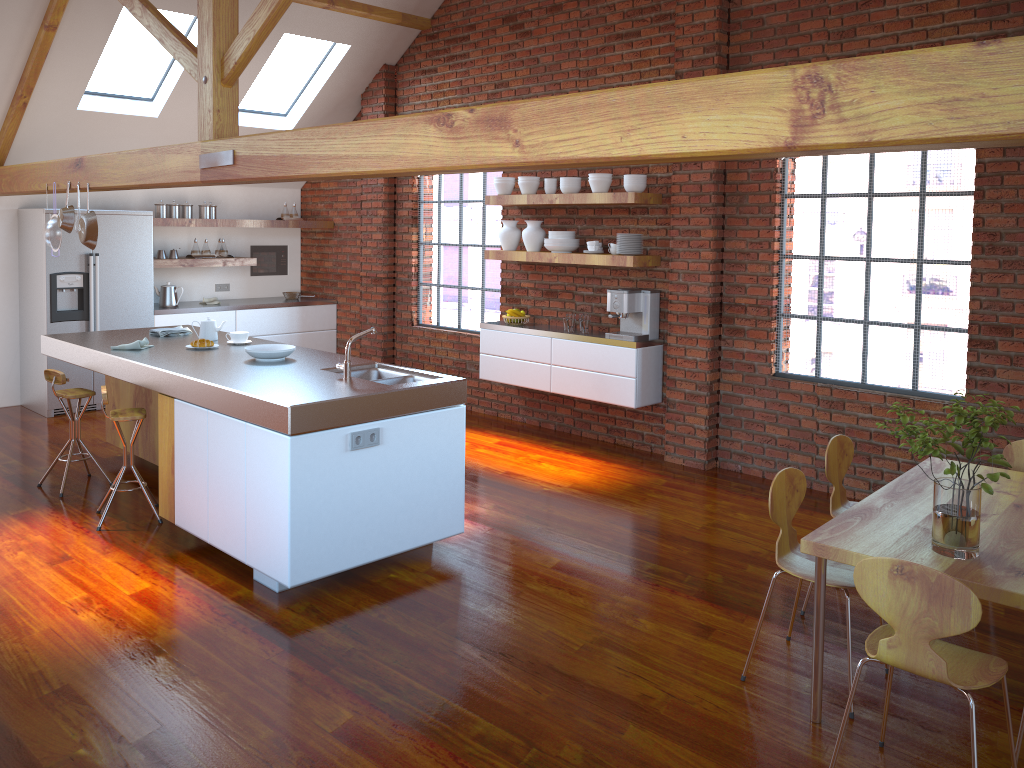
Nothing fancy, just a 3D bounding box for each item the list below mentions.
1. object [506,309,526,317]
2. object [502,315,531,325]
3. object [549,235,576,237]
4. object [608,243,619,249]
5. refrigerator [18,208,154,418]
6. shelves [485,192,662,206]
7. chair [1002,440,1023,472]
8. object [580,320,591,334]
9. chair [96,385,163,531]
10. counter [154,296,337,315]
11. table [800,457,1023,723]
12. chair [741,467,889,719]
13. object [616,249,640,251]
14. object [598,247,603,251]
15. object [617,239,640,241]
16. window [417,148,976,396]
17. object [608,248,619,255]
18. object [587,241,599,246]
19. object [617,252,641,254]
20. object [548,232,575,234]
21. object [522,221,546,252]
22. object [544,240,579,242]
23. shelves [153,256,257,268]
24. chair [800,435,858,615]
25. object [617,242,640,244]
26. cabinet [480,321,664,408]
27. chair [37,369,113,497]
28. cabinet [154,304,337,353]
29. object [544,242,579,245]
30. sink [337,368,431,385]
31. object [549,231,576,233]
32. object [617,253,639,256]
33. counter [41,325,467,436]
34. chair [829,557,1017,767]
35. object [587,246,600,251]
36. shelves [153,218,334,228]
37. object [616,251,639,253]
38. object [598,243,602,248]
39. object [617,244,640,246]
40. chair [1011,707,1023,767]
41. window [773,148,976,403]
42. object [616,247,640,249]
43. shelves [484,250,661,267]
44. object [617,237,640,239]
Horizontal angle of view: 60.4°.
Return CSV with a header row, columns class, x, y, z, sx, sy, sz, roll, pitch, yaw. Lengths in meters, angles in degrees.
class,x,y,z,sx,sy,sz,roll,pitch,yaw
object,0.039,-0.577,7.278,0.184,0.084,0.067,0,6,-8
object,0.036,-0.533,7.328,0.235,0.070,0.239,1,9,2
object,0.392,-1.143,6.912,0.215,0.054,0.215,8,12,36
object,0.784,-1.028,6.614,0.092,0.058,0.101,-2,9,-22
refrigerator,-3.833,-0.687,7.959,0.785,1.760,0.915,5,6,44
shelves,0.441,-1.444,6.893,0.339,0.075,1.547,-9,14,-44
chair,2.282,0.644,3.815,0.441,0.753,0.413,5,6,39
object,0.561,-0.436,6.729,0.078,0.103,0.078,-3,7,-33
chair,-2.159,0.384,4.954,0.338,0.745,0.341,-1,5,-25
counter,-2.834,-0.817,9.015,0.720,0.044,1.995,10,14,43
table,1.745,0.796,3.238,0.822,0.638,1.479,7,11,40
chair,1.150,0.722,3.288,0.413,0.753,0.441,5,6,39
object,0.863,-0.978,6.451,0.195,0.014,0.196,-5,11,-28
object,0.658,-1.035,6.823,0.092,0.046,0.100,5,10,24
object,0.864,-1.051,6.447,0.195,0.014,0.196,-5,11,-28
window,3.471,-0.905,7.481,17.508,9.836,3.648,7,6,34
object,0.779,-0.996,6.613,0.092,0.046,0.100,-1,9,-11
object,0.608,-1.053,6.643,0.092,0.058,0.101,5,9,28
object,0.863,-0.955,6.452,0.195,0.014,0.196,-5,11,-28
object,0.392,-1.162,6.911,0.215,0.054,0.215,8,12,36
object,0.177,-1.199,7.141,0.192,0.247,0.194,2,6,16
object,0.392,-1.102,6.914,0.282,0.055,0.284,6,11,27
shelves,-3.171,-1.209,8.686,0.659,0.075,1.072,10,14,44
chair,1.558,0.627,3.854,0.413,0.753,0.441,5,6,39
object,0.864,-1.028,6.449,0.195,0.014,0.196,-5,11,-28
cabinet,0.422,-0.189,6.959,0.338,0.471,1.634,-5,11,-45
chair,-2.750,0.271,5.539,0.339,0.745,0.339,4,5,39
cabinet,-2.841,-0.388,9.039,0.716,0.810,1.994,7,11,44
object,0.391,-1.083,6.915,0.282,0.055,0.284,6,11,27
sink,-0.666,0.067,4.598,0.617,0.198,0.411,10,13,44
object,0.393,-1.172,6.910,0.215,0.054,0.215,8,12,36
object,0.863,-0.950,6.453,0.195,0.014,0.196,-5,11,-28
counter,-1.699,-0.114,5.186,1.030,0.129,3.166,-9,14,-44
chair,1.211,0.851,2.561,0.441,0.753,0.413,6,7,44
object,0.613,-1.020,6.642,0.092,0.046,0.099,8,11,39
shelves,-2.845,-1.642,8.990,0.659,0.075,1.988,10,14,43
object,0.863,-0.964,6.452,0.195,0.014,0.196,-5,11,-28
object,0.652,-1.067,6.822,0.092,0.058,0.101,3,9,13
object,0.864,-1.015,6.449,0.195,0.014,0.196,-5,11,-28
chair,1.824,0.838,2.689,0.414,0.753,0.440,5,7,44
window,2.230,-0.784,5.484,1.276,1.658,0.084,6,6,45
object,0.863,-0.992,6.450,0.195,0.014,0.196,-5,11,-28
shelves,0.434,-0.994,6.917,0.339,0.075,1.547,-9,14,-44
object,0.864,-1.065,6.447,0.195,0.014,0.196,-5,11,-28
